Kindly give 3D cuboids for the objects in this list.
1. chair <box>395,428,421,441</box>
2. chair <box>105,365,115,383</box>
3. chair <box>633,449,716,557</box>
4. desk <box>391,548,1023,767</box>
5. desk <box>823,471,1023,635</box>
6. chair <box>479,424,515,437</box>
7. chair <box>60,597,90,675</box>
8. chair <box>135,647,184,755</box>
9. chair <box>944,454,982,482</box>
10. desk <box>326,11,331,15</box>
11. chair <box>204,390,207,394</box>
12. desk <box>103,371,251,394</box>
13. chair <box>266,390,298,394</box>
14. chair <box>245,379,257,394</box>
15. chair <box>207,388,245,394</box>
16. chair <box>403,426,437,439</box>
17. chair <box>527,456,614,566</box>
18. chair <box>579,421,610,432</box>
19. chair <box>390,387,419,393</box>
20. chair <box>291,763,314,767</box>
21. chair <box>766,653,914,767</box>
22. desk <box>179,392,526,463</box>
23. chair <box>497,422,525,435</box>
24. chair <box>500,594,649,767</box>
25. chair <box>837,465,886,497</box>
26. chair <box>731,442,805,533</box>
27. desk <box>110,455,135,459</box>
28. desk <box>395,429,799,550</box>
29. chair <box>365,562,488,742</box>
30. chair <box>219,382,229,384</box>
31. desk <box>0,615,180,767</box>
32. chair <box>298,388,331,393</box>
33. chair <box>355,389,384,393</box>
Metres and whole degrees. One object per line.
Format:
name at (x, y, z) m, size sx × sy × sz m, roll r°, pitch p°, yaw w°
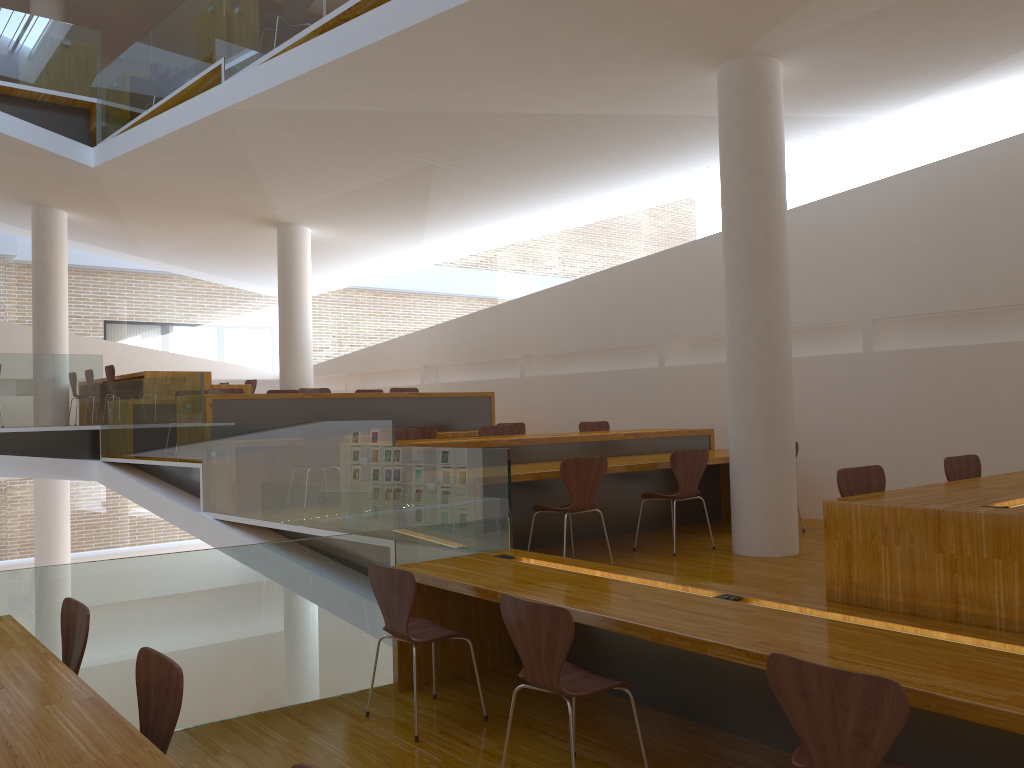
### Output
chair at (-0.778, 0.692, 6.882) m, size 0.428 × 0.693 × 0.381 m, roll 0°, pitch -2°, yaw -39°
chair at (-4.538, 0.132, 10.396) m, size 0.381 × 0.693 × 0.428 m, roll 0°, pitch -2°, yaw -39°
chair at (1.103, 0.793, 6.083) m, size 0.428 × 0.693 × 0.381 m, roll 0°, pitch -2°, yaw -39°
desk at (0.699, 1.137, 3.356) m, size 0.760 × 0.606 × 3.185 m, roll 0°, pitch -2°, yaw -39°
desk at (2.674, 0.730, 4.075) m, size 3.185 × 0.606 × 0.760 m, roll 0°, pitch -2°, yaw -39°
chair at (-0.018, 0.692, 7.488) m, size 0.428 × 0.693 × 0.381 m, roll 0°, pitch -2°, yaw -39°
chair at (-1.702, 1.142, 3.099) m, size 0.381 × 0.693 × 0.428 m, roll 0°, pitch -2°, yaw -39°
chair at (-1.097, 1.103, 2.340) m, size 0.381 × 0.693 × 0.428 m, roll 0°, pitch -2°, yaw -39°
chair at (2.427, 0.708, 4.424) m, size 0.428 × 0.693 × 0.381 m, roll 0°, pitch -2°, yaw -39°
desk at (-1.218, -2.940, 8.587) m, size 3.223 × 0.815 × 1.250 m, roll 0°, pitch -2°, yaw -39°
chair at (-3.417, 0.418, 9.437) m, size 0.428 × 0.693 × 0.381 m, roll 0°, pitch -2°, yaw -39°
desk at (-4.674, 0.294, 11.733) m, size 1.247 × 0.762 × 3.194 m, roll 0°, pitch -2°, yaw -39°
chair at (-2.657, 0.417, 10.043) m, size 0.428 × 0.693 × 0.381 m, roll 0°, pitch -2°, yaw -39°
chair at (-3.573, 0.288, 11.609) m, size 0.381 × 0.693 × 0.428 m, roll 0°, pitch -2°, yaw -39°
chair at (-2.778, 0.383, 8.814) m, size 0.428 × 0.693 × 0.381 m, roll 0°, pitch -2°, yaw -39°
chair at (-0.959, 0.748, 8.452) m, size 0.428 × 0.693 × 0.381 m, roll 0°, pitch -2°, yaw -39°
chair at (0.344, 0.793, 5.477) m, size 0.428 × 0.693 × 0.381 m, roll 0°, pitch -2°, yaw -39°
chair at (0.880, 0.689, 8.156) m, size 0.428 × 0.693 × 0.381 m, roll 0°, pitch -2°, yaw -39°
chair at (-1.130, 0.380, 10.080) m, size 0.428 × 0.693 × 0.381 m, roll 0°, pitch -2°, yaw -39°
chair at (-0.429, 1.059, 1.442) m, size 0.381 × 0.693 × 0.428 m, roll 0°, pitch -2°, yaw -39°
chair at (0.944, 1.051, 2.328) m, size 0.381 × 0.693 × 0.428 m, roll 0°, pitch -2°, yaw -39°
desk at (-1.495, 0.603, 8.876) m, size 3.216 × 1.022 × 1.248 m, roll 0°, pitch -2°, yaw -39°
chair at (-0.108, 0.749, 9.180) m, size 0.428 × 0.693 × 0.381 m, roll 0°, pitch -2°, yaw -39°
chair at (0.216, 1.096, 3.178) m, size 0.381 × 0.693 × 0.428 m, roll 0°, pitch -2°, yaw -39°
chair at (1.668, 0.709, 3.818) m, size 0.428 × 0.693 × 0.381 m, roll 0°, pitch -2°, yaw -39°
chair at (1.953, 0.793, 6.811) m, size 0.428 × 0.693 × 0.381 m, roll 0°, pitch -2°, yaw -39°
desk at (-2.834, 0.476, 10.414) m, size 3.356 × 0.606 × 0.760 m, roll 0°, pitch -2°, yaw -39°
desk at (0.542, 0.781, 6.691) m, size 3.243 × 0.785 × 1.527 m, roll 0°, pitch -2°, yaw -39°
chair at (-0.389, 1.134, 3.937) m, size 0.381 × 0.693 × 0.428 m, roll 0°, pitch -2°, yaw -39°
chair at (-4.179, 0.327, 12.368) m, size 0.381 × 0.693 × 0.428 m, roll 0°, pitch -2°, yaw -39°
desk at (-1.485, 1.303, 1.847) m, size 1.285 × 0.918 × 3.236 m, roll 0°, pitch -2°, yaw -39°
chair at (-2.019, 0.382, 9.420) m, size 0.428 × 0.693 × 0.381 m, roll 0°, pitch -2°, yaw -39°
chair at (-1.807, 0.418, 10.771) m, size 0.428 × 0.693 × 0.381 m, roll 0°, pitch -2°, yaw -39°
